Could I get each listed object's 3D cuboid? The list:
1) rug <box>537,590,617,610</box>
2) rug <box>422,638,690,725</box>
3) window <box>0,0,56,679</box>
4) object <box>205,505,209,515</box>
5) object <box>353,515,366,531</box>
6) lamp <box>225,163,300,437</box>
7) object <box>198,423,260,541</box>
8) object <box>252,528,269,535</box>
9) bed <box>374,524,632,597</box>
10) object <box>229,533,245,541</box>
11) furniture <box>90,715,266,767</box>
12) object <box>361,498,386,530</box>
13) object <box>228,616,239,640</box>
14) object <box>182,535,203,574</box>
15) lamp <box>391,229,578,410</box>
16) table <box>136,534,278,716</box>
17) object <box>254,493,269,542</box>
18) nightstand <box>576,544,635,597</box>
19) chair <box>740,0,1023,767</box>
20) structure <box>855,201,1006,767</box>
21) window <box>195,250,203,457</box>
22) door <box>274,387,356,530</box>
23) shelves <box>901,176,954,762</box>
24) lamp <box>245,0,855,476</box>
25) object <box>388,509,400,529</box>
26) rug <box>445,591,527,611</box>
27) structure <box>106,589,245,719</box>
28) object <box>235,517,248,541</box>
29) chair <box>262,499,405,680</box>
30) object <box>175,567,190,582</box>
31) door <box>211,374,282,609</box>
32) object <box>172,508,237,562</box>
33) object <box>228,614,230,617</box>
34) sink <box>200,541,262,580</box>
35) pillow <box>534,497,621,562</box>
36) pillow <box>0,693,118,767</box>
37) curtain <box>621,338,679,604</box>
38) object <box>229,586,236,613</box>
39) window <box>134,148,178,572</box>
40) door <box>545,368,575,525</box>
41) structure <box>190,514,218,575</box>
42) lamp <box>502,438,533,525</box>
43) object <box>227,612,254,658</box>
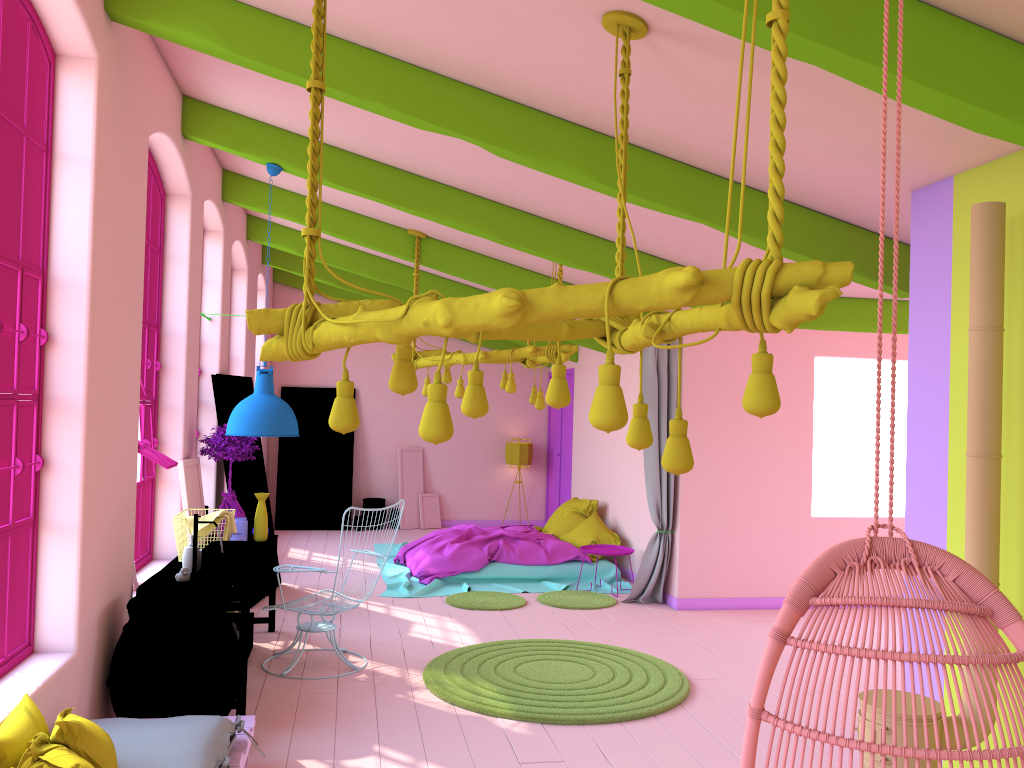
[{"bbox_3d":[0.658,2.203,9.061,0.792,0.021,0.793,1,-2,17],"label":"rug"},{"bbox_3d":[0.312,2.105,6.414,1.889,0.050,1.889,2,-2,-23],"label":"rug"},{"bbox_3d":[-2.139,-0.239,3.656,0.072,3.046,1.275,2,-1,-10],"label":"window"},{"bbox_3d":[-2.866,1.244,8.046,0.223,0.272,0.223,2,-1,-23],"label":"object"},{"bbox_3d":[-2.356,2.153,13.696,0.199,0.234,0.199,3,-2,-43],"label":"object"},{"bbox_3d":[-1.801,-0.623,6.522,0.528,2.001,0.529,1,-1,21],"label":"lamp"},{"bbox_3d":[-2.295,0.793,7.189,0.502,0.950,0.441,1,-1,40],"label":"object"},{"bbox_3d":[-2.086,1.164,7.369,0.132,0.219,0.132,1,-1,7],"label":"object"},{"bbox_3d":[-0.284,1.992,10.936,2.802,0.514,3.577,2,-2,-10],"label":"bed"},{"bbox_3d":[-1.948,1.161,6.286,0.109,0.197,0.109,2,-1,-18],"label":"object"},{"bbox_3d":[-1.349,1.720,2.692,0.907,0.507,3.776,2,-2,-10],"label":"furniture"},{"bbox_3d":[-2.174,2.042,13.954,0.386,0.471,0.386,1,-2,32],"label":"object"},{"bbox_3d":[-0.203,1.210,2.434,2.827,1.580,7.866,2,-2,-10],"label":"object"},{"bbox_3d":[-2.075,1.125,5.996,0.165,0.250,0.411,1,-2,25],"label":"object"},{"bbox_3d":[-0.075,-0.893,8.337,1.611,2.264,1.775,2,-1,-28],"label":"lamp"},{"bbox_3d":[-2.126,1.650,6.403,0.655,0.820,2.193,2,-2,-10],"label":"table"},{"bbox_3d":[-2.030,1.079,7.178,0.116,0.383,0.116,2,-1,-37],"label":"object"},{"bbox_3d":[1.023,2.011,9.605,0.596,0.458,0.596,1,-2,27],"label":"nightstand"},{"bbox_3d":[1.057,0.179,2.499,0.860,3.129,0.806,1,-1,9],"label":"chair"},{"bbox_3d":[1.651,0.672,3.454,0.577,2.813,0.403,1,-1,7],"label":"structure"},{"bbox_3d":[-2.924,-0.135,7.964,0.072,3.046,1.275,2,-1,-10],"label":"window"},{"bbox_3d":[-3.054,1.152,13.819,1.153,2.210,0.450,2,-1,-10],"label":"door"},{"bbox_3d":[2.872,0.603,4.428,1.842,3.103,0.384,2,-1,-10],"label":"shelves"},{"bbox_3d":[0.183,-0.853,2.748,1.611,2.264,1.775,2,-1,-28],"label":"lamp"},{"bbox_3d":[-1.843,2.142,14.088,0.260,0.306,0.260,1,-1,22],"label":"object"},{"bbox_3d":[-0.262,2.172,8.893,0.792,0.021,0.792,2,-2,-28],"label":"rug"},{"bbox_3d":[-1.856,1.604,4.918,0.718,0.844,0.718,3,-2,-43],"label":"structure"},{"bbox_3d":[-2.169,1.169,7.081,0.109,0.197,0.109,1,-1,27],"label":"object"},{"bbox_3d":[-1.374,1.472,6.579,0.925,1.238,1.079,1,-1,24],"label":"chair"},{"bbox_3d":[-2.045,1.179,5.517,0.088,0.088,0.086,1,-1,7],"label":"object"},{"bbox_3d":[-2.644,1.019,8.895,0.450,2.210,1.153,2,-1,0],"label":"door"},{"bbox_3d":[-2.189,1.076,6.424,0.444,0.369,0.633,2,-2,-10],"label":"object"},{"bbox_3d":[-2.217,1.830,6.563,0.300,0.448,0.672,2,-2,-35],"label":"object"},{"bbox_3d":[-1.828,1.150,5.803,0.340,0.194,0.609,2,-2,-10],"label":"sink"},{"bbox_3d":[0.746,1.870,11.386,0.848,0.822,2.617,2,-2,-21],"label":"pillow"},{"bbox_3d":[-1.489,1.349,2.587,0.578,0.399,1.998,2,-2,-10],"label":"pillow"},{"bbox_3d":[1.465,0.841,9.006,0.518,2.785,0.525,2,-1,-29],"label":"curtain"},{"bbox_3d":[-2.606,1.866,8.138,0.137,0.462,0.284,2,-1,-25],"label":"object"},{"bbox_3d":[-2.585,-0.172,6.075,0.492,3.003,1.497,2,-1,-10],"label":"window"},{"bbox_3d":[0.743,1.078,13.888,0.108,2.590,1.677,2,-1,-10],"label":"door"},{"bbox_3d":[-2.004,1.045,5.747,0.166,0.396,0.087,2,-1,-1],"label":"structure"},{"bbox_3d":[0.127,1.604,14.318,0.491,1.466,0.476,1,-1,20],"label":"lamp"},{"bbox_3d":[-2.213,1.928,6.710,0.446,0.277,0.522,2,-2,-10],"label":"object"}]
